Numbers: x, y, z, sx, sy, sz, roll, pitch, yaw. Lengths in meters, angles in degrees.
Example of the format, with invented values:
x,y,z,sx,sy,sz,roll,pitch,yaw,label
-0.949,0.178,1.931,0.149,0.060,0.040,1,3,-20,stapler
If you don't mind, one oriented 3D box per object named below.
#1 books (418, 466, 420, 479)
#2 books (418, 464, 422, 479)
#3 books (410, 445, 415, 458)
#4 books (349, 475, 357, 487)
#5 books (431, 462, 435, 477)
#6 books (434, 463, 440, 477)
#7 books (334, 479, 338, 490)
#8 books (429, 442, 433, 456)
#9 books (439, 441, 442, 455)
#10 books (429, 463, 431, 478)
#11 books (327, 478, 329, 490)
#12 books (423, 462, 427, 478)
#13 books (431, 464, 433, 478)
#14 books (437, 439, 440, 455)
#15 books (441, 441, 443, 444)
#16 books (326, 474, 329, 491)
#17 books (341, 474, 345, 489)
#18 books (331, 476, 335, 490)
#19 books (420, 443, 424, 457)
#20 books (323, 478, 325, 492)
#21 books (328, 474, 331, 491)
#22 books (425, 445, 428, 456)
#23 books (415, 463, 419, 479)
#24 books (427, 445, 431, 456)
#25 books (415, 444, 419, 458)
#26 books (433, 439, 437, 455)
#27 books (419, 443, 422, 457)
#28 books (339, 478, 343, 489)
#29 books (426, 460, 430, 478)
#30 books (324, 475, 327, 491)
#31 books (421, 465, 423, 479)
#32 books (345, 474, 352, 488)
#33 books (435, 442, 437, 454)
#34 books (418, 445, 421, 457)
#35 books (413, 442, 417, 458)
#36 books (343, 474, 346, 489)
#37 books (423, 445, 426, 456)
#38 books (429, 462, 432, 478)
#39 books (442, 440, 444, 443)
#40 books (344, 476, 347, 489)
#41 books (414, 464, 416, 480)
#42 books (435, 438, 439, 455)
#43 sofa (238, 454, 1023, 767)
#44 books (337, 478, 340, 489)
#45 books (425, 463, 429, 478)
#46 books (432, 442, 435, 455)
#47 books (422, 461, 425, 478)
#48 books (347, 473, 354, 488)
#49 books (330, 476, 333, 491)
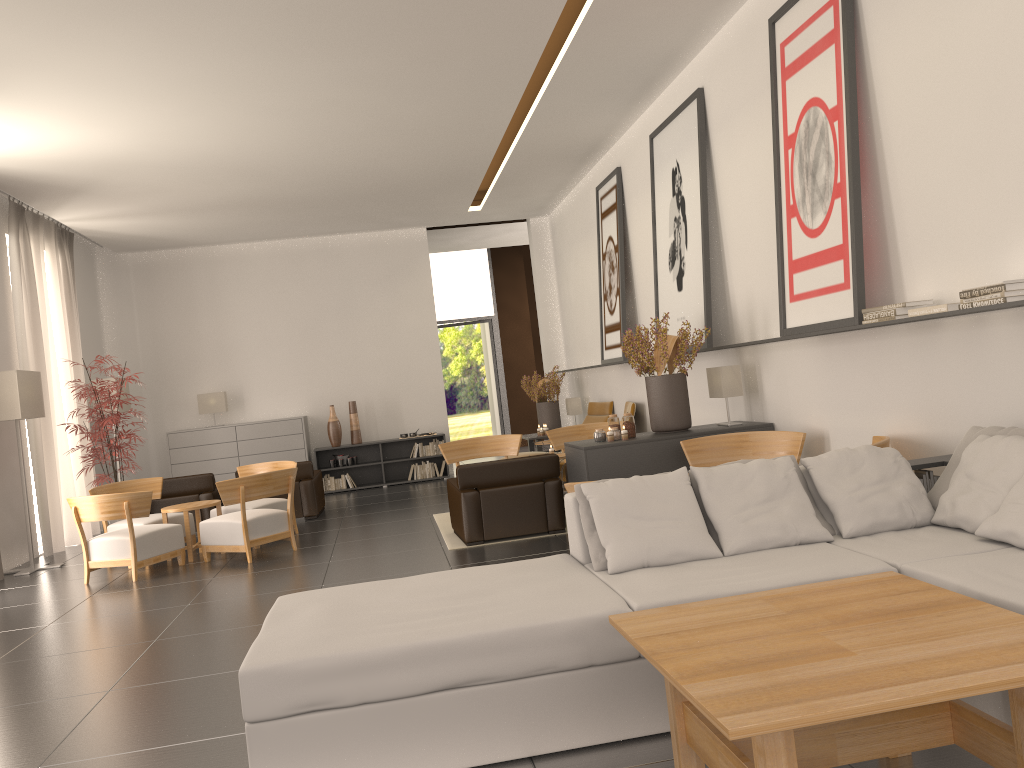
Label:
x,y,z,sx,sy,sz,roll,pitch,yaw,label
-2.232,2.106,21.212,0.018,0.322,0.251,-6,-1,-9,books
-2.195,2.098,21.215,0.057,0.328,0.257,-6,-1,-9,books
-2.379,1.615,21.176,0.142,0.290,0.252,-6,-1,-9,books
-3.758,2.298,20.946,0.142,0.290,0.252,-6,-1,-9,books
-1.896,2.055,21.292,0.057,0.346,0.197,-6,-1,-9,books
-1.812,2.057,21.283,0.106,0.325,0.238,-6,-1,-9,books
-4.150,2.364,20.928,0.054,0.249,0.167,-6,-1,-9,books
-1.938,1.554,21.248,0.054,0.311,0.244,-6,-1,-9,books
-1.722,1.528,21.280,0.039,0.313,0.245,-6,-1,-9,books
-1.970,2.066,21.245,0.014,0.342,0.266,-6,-1,-9,books
-4.321,2.356,20.879,0.017,0.302,0.215,-6,-1,-9,books
-2.087,2.061,21.251,0.041,0.377,0.221,-6,-1,-9,books
-1.929,2.061,21.251,0.020,0.342,0.267,-6,-1,-9,books
-1.767,1.511,21.292,0.039,0.358,0.210,-6,-1,-9,books
-1.678,1.527,21.297,0.048,0.305,0.226,-6,-1,-9,books
-4.350,2.318,20.874,0.029,0.385,0.219,-6,-1,-9,books
-3.989,2.305,20.944,0.054,0.329,0.187,-6,-1,-9,books
-4.203,2.338,20.882,0.054,0.311,0.244,-6,-1,-9,books
-2.162,1.571,21.243,0.054,0.329,0.187,-6,-1,-9,books
-4.419,2.363,20.849,0.039,0.313,0.245,-6,-1,-9,books
-4.295,2.312,20.875,0.039,0.384,0.232,-6,-1,-9,books
-2.049,1.598,21.269,0.054,0.249,0.167,-6,-1,-9,books
-2.265,2.082,21.210,0.041,0.377,0.248,-6,-1,-9,books
-1.995,1.592,21.277,0.054,0.249,0.167,-6,-1,-9,books
-2.286,1.590,21.191,0.130,0.322,0.252,-6,-1,-9,books
-1.856,1.508,21.268,0.039,0.384,0.232,-6,-1,-9,books
-2.195,1.577,21.204,0.019,0.324,0.254,-6,-1,-9,books
-4.041,2.351,20.945,0.054,0.249,0.167,-6,-1,-9,books
-2.004,2.038,21.252,0.041,0.404,0.245,-6,-1,-9,books
-4.384,2.336,20.873,0.039,0.358,0.210,-6,-1,-9,books
-2.158,2.094,21.217,0.016,0.328,0.265,-6,-1,-9,books
-3.855,2.294,20.932,0.130,0.322,0.252,-6,-1,-9,books
-1.823,1.545,21.280,0.017,0.302,0.215,-6,-1,-9,books
-2.215,1.589,21.208,0.017,0.305,0.239,-6,-1,-9,books
-2.325,1.578,21.193,0.138,0.355,0.235,-6,-1,-9,books
-3.946,2.302,20.917,0.019,0.324,0.254,-6,-1,-9,books
-2.104,1.604,21.260,0.054,0.249,0.167,-6,-1,-9,books
-1.952,2.056,21.248,0.023,0.357,0.266,-6,-1,-9,books
-1.642,1.506,21.289,0.022,0.339,0.253,-6,-1,-9,books
-3.926,2.310,20.927,0.017,0.305,0.239,-6,-1,-9,books
-2.317,2.105,21.192,0.071,0.344,0.265,-6,-1,-9,books
-1.803,1.501,21.282,0.029,0.385,0.219,-6,-1,-9,books
1.415,1.325,4.128,5.527,1.205,5.601,-7,0,-9,sofa
-4.096,2.357,20.937,0.054,0.249,0.167,-6,-1,-9,books
-2.041,2.077,21.243,0.041,0.335,0.248,-6,-1,-9,books
-1.891,1.545,21.259,0.039,0.318,0.235,-6,-1,-9,books
-2.124,2.051,21.240,0.031,0.406,0.231,-6,-1,-9,books
-3.821,2.274,20.946,0.138,0.355,0.235,-6,-1,-9,books
-4.251,2.340,20.879,0.039,0.318,0.235,-6,-1,-9,books
